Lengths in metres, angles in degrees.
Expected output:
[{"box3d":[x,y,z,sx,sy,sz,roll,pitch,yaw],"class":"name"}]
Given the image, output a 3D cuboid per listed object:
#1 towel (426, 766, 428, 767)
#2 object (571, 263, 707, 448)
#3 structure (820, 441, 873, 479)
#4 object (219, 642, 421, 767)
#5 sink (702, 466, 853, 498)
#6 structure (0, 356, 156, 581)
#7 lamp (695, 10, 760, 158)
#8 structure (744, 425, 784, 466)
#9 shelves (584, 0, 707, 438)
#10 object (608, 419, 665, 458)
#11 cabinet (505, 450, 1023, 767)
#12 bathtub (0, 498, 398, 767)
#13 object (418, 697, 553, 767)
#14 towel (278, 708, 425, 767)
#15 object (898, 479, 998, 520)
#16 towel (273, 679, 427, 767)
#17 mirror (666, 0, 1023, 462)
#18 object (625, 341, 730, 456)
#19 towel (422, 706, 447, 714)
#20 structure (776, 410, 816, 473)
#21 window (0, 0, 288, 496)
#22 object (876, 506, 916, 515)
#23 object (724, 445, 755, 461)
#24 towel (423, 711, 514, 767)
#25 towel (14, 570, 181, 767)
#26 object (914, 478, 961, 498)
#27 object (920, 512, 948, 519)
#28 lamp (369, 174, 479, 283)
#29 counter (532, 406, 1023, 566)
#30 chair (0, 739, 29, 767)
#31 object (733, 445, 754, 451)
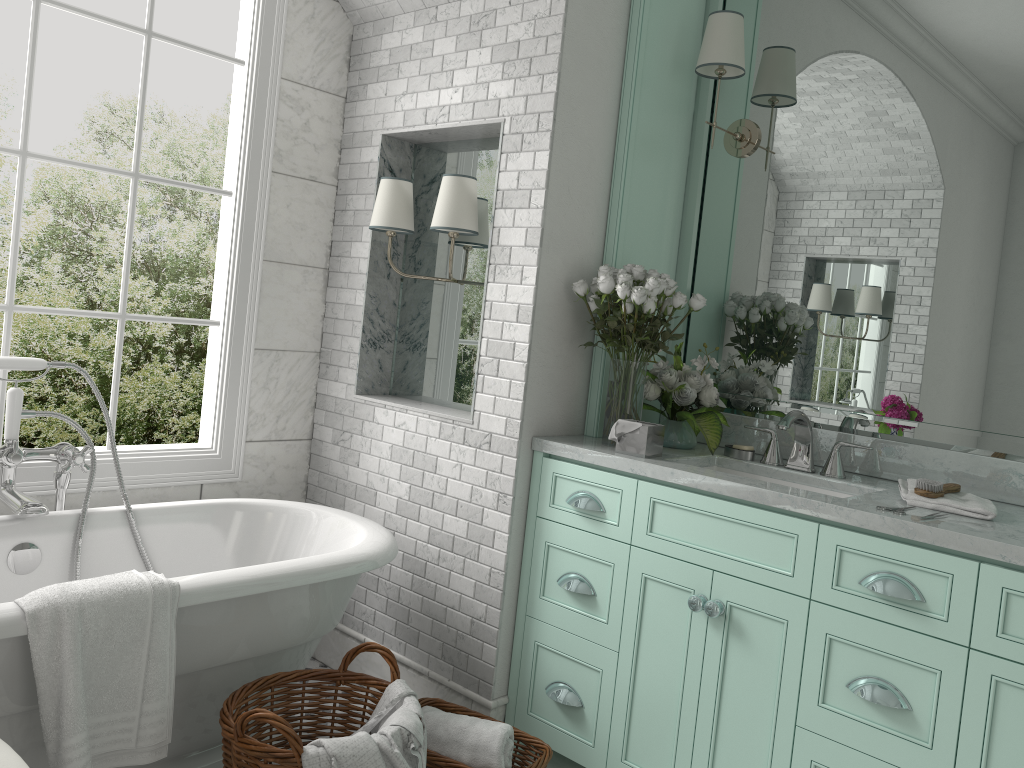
[{"box3d":[-0.153,1.244,2.677,0.312,0.163,0.153,8,4,32],"class":"towel"},{"box3d":[0.414,-0.097,3.134,0.391,0.653,0.357,4,3,-36],"class":"object"},{"box3d":[1.107,0.251,2.929,0.157,0.121,0.083,8,3,26],"class":"structure"},{"box3d":[-0.517,1.043,2.333,0.518,0.570,0.520,5,3,-16],"class":"object"},{"box3d":[0.829,0.359,2.854,0.604,0.079,0.346,10,5,42],"class":"sink"},{"box3d":[-1.483,0.569,2.870,0.778,1.284,0.341,4,3,-37],"class":"structure"},{"box3d":[0.805,-1.112,3.320,0.183,0.487,0.308,8,3,41],"class":"lamp"},{"box3d":[0.881,0.214,3.110,0.157,0.121,0.083,8,3,26],"class":"structure"},{"box3d":[1.566,-0.678,2.527,2.817,2.121,0.464,9,3,42],"class":"shelves"},{"box3d":[0.413,0.179,2.967,0.136,0.112,0.146,9,4,38],"class":"object"},{"box3d":[1.300,0.958,2.484,2.806,1.096,0.862,10,4,42],"class":"cabinet"},{"box3d":[-1.310,0.846,2.562,0.944,0.757,2.163,9,5,42],"class":"bathtub"},{"box3d":[-0.165,1.207,2.740,0.551,0.260,0.345,8,4,33],"class":"object"},{"box3d":[-0.448,1.049,2.268,0.485,0.438,0.399,9,4,43],"class":"towel"},{"box3d":[1.250,0.332,2.567,0.318,0.056,0.239,9,5,39],"class":"object"},{"box3d":[-0.461,1.064,2.345,0.460,0.469,0.383,6,3,-8],"class":"towel"},{"box3d":[1.240,-0.795,3.099,1.440,1.930,0.015,8,3,42],"class":"mirror"},{"box3d":[0.624,0.039,3.284,0.454,0.402,0.393,9,4,44],"class":"object"},{"box3d":[-0.164,1.131,2.793,0.313,0.185,0.164,7,3,12],"class":"towel"},{"box3d":[0.953,0.190,2.950,0.103,0.204,0.234,7,3,32],"class":"structure"},{"box3d":[-1.654,-0.776,2.988,0.118,2.320,1.829,8,3,42],"class":"window"},{"box3d":[1.053,0.339,2.430,0.075,0.007,0.175,9,5,34],"class":"object"},{"box3d":[0.814,0.245,3.171,0.079,0.035,0.134,4,5,-29],"class":"object"},{"box3d":[-0.142,1.096,2.651,0.321,0.211,0.149,8,3,25],"class":"towel"},{"box3d":[-1.062,0.712,2.225,0.454,0.462,0.374,9,4,44],"class":"towel"},{"box3d":[1.254,0.301,2.588,0.228,0.044,0.068,3,5,-38],"class":"object"},{"box3d":[1.120,0.351,2.359,0.167,0.005,0.020,2,6,-43],"class":"object"},{"box3d":[-0.305,-0.601,3.468,0.549,0.383,0.308,9,4,42],"class":"lamp"},{"box3d":[1.380,0.327,2.481,2.815,0.181,0.823,10,6,42],"class":"counter"},{"box3d":[-1.124,1.011,1.648,0.367,0.602,0.370,8,3,42],"class":"chair"},{"box3d":[0.823,0.227,3.152,0.051,0.022,0.077,4,4,-27],"class":"object"}]
